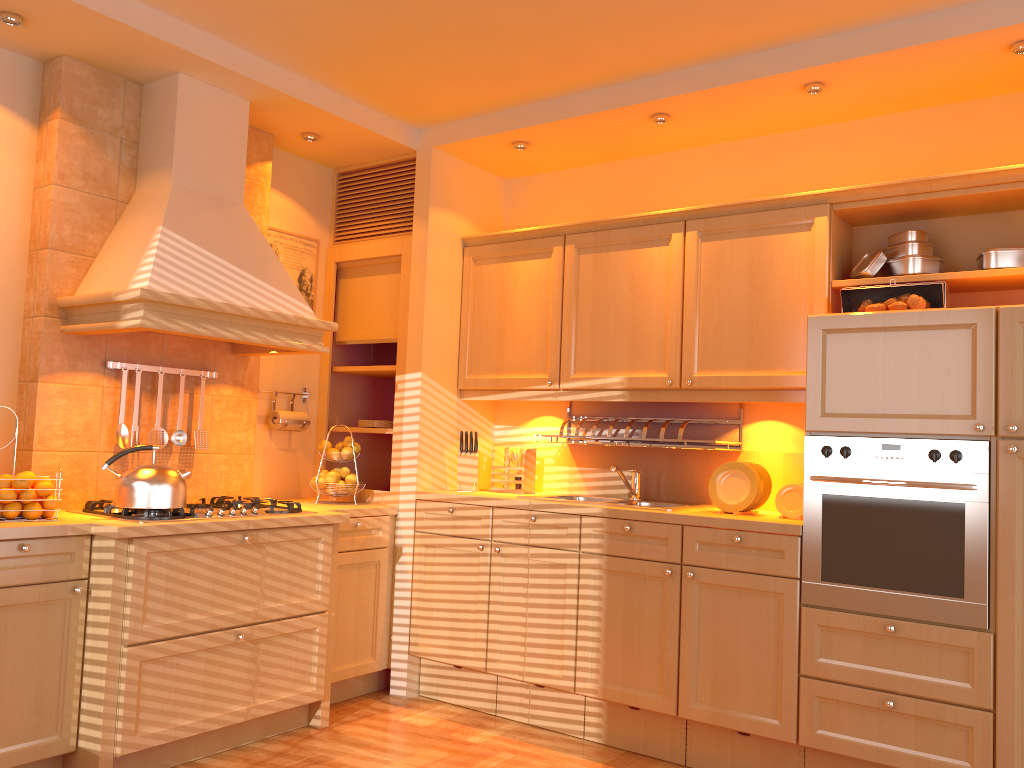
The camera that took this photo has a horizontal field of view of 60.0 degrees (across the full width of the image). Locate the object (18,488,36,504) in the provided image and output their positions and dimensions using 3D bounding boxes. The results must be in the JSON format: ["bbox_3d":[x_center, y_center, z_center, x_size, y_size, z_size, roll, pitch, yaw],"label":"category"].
[{"bbox_3d":[-1.616,0.373,2.954,0.052,0.053,0.062,5,-4,-32],"label":"object"}]

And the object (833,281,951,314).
[{"bbox_3d":[1.365,-0.294,3.182,0.400,0.123,0.280,0,-5,36],"label":"object"}]

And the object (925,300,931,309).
[{"bbox_3d":[1.452,-0.274,3.151,0.066,0.058,0.065,0,-4,28],"label":"object"}]

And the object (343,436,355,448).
[{"bbox_3d":[-0.781,0.279,4.240,0.055,0.059,0.058,3,-4,-8],"label":"object"}]

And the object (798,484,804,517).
[{"bbox_3d":[1.080,0.445,3.385,0.133,0.129,0.037,0,-5,36],"label":"object"}]

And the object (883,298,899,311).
[{"bbox_3d":[1.351,-0.276,3.156,0.065,0.056,0.056,1,-4,20],"label":"object"}]

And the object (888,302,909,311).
[{"bbox_3d":[1.349,-0.269,3.097,0.062,0.036,0.065,6,-5,-41],"label":"object"}]

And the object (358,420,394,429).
[{"bbox_3d":[-0.673,0.208,4.534,0.222,0.039,0.222,5,-5,-37],"label":"object"}]

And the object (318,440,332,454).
[{"bbox_3d":[-0.895,0.302,4.246,0.063,0.064,0.061,-1,-5,45],"label":"object"}]

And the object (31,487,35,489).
[{"bbox_3d":[-1.656,0.381,3.073,0.061,0.054,0.053,-1,-5,42],"label":"object"}]

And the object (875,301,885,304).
[{"bbox_3d":[1.356,-0.273,3.241,0.069,0.061,0.037,1,-4,19],"label":"object"}]

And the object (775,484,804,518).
[{"bbox_3d":[1.064,0.443,3.363,0.133,0.129,0.037,0,-5,36],"label":"object"}]

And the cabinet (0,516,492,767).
[{"bbox_3d":[-1.058,0.974,3.522,1.141,0.840,2.850,0,-5,36],"label":"cabinet"}]

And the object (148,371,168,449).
[{"bbox_3d":[-1.441,0.105,3.633,0.017,0.320,0.090,0,-5,36],"label":"object"}]

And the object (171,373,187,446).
[{"bbox_3d":[-1.400,0.107,3.721,0.037,0.309,0.077,0,-5,35],"label":"object"}]

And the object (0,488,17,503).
[{"bbox_3d":[-1.658,0.366,2.909,0.063,0.051,0.053,5,-5,-35],"label":"object"}]

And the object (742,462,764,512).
[{"bbox_3d":[0.908,0.411,3.549,0.205,0.200,0.049,0,-5,37],"label":"object"}]

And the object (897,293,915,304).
[{"bbox_3d":[1.404,-0.301,3.142,0.061,0.047,0.063,3,-4,-6],"label":"object"}]

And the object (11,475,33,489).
[{"bbox_3d":[-1.624,0.326,2.939,0.053,0.051,0.063,-1,-5,43],"label":"object"}]

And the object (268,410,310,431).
[{"bbox_3d":[-1.090,0.180,4.333,0.096,0.094,0.186,0,-5,36],"label":"object"}]

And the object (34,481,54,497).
[{"bbox_3d":[-1.581,0.355,2.997,0.053,0.052,0.061,2,-4,9],"label":"object"}]

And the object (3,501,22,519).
[{"bbox_3d":[-1.645,0.415,2.919,0.052,0.057,0.060,3,-4,-2],"label":"object"}]

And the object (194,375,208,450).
[{"bbox_3d":[-1.324,0.122,3.794,0.020,0.323,0.061,0,-5,36],"label":"object"}]

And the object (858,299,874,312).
[{"bbox_3d":[1.291,-0.276,3.236,0.055,0.064,0.069,-1,-5,40],"label":"object"}]

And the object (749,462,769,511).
[{"bbox_3d":[0.943,0.415,3.593,0.205,0.200,0.049,0,-5,37],"label":"object"}]

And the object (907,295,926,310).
[{"bbox_3d":[1.404,-0.279,3.077,0.066,0.064,0.045,3,-4,-3],"label":"object"}]

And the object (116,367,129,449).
[{"bbox_3d":[-1.530,0.094,3.500,0.028,0.323,0.055,0,-5,36],"label":"object"}]

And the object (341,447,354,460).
[{"bbox_3d":[-0.784,0.330,4.224,0.064,0.063,0.063,5,-5,-37],"label":"object"}]

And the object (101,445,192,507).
[{"bbox_3d":[-1.299,0.327,3.198,0.242,0.215,0.251,1,-4,23],"label":"object"}]

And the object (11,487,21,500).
[{"bbox_3d":[-1.671,0.368,2.966,0.051,0.053,0.064,2,-4,-1],"label":"object"}]

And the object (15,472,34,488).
[{"bbox_3d":[-1.647,0.325,2.994,0.063,0.053,0.051,3,-4,-3],"label":"object"}]

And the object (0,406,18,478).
[{"bbox_3d":[-1.972,0.250,2.963,0.221,0.379,0.572,0,-5,36],"label":"object"}]

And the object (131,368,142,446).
[{"bbox_3d":[-1.505,0.097,3.554,0.006,0.319,0.028,0,-5,36],"label":"object"}]

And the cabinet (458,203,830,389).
[{"bbox_3d":[0.568,-0.322,4.032,1.792,0.712,0.332,0,-5,36],"label":"cabinet"}]

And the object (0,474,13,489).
[{"bbox_3d":[-1.677,0.327,2.932,0.057,0.060,0.052,3,-4,-16],"label":"object"}]

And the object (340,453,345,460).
[{"bbox_3d":[-0.803,0.339,4.283,0.058,0.059,0.058,4,-4,-23],"label":"object"}]

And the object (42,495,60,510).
[{"bbox_3d":[-1.557,0.402,2.996,0.052,0.054,0.061,4,-4,-27],"label":"object"}]

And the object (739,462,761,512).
[{"bbox_3d":[0.890,0.409,3.527,0.205,0.200,0.049,0,-5,37],"label":"object"}]

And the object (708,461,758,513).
[{"bbox_3d":[0.873,0.406,3.506,0.205,0.200,0.049,0,-5,37],"label":"object"}]

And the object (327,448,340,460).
[{"bbox_3d":[-0.850,0.334,4.222,0.064,0.058,0.063,2,-4,2],"label":"object"}]

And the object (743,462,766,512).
[{"bbox_3d":[0.925,0.413,3.571,0.205,0.200,0.049,0,-5,37],"label":"object"}]

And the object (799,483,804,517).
[{"bbox_3d":[1.113,0.449,3.429,0.133,0.129,0.037,0,-5,36],"label":"object"}]

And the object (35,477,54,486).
[{"bbox_3d":[-1.607,0.346,3.050,0.063,0.053,0.051,2,-4,9],"label":"object"}]

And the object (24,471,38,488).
[{"bbox_3d":[-1.672,0.331,3.067,0.059,0.060,0.050,3,-4,-5],"label":"object"}]

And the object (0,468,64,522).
[{"bbox_3d":[-1.650,0.369,3.002,0.207,0.174,0.189,5,-5,-39],"label":"object"}]

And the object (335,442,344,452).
[{"bbox_3d":[-0.825,0.302,4.263,0.050,0.051,0.051,4,-4,-30],"label":"object"}]

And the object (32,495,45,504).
[{"bbox_3d":[-1.620,0.390,3.022,0.062,0.053,0.051,2,-4,4],"label":"object"}]

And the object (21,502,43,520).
[{"bbox_3d":[-1.606,0.425,2.966,0.074,0.063,0.064,1,-4,16],"label":"object"}]

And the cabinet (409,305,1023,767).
[{"bbox_3d":[0.931,0.623,3.501,3.000,1.700,0.625,0,-5,36],"label":"cabinet"}]

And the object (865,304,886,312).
[{"bbox_3d":[1.290,-0.267,3.145,0.069,0.034,0.066,5,-5,-36],"label":"object"}]
